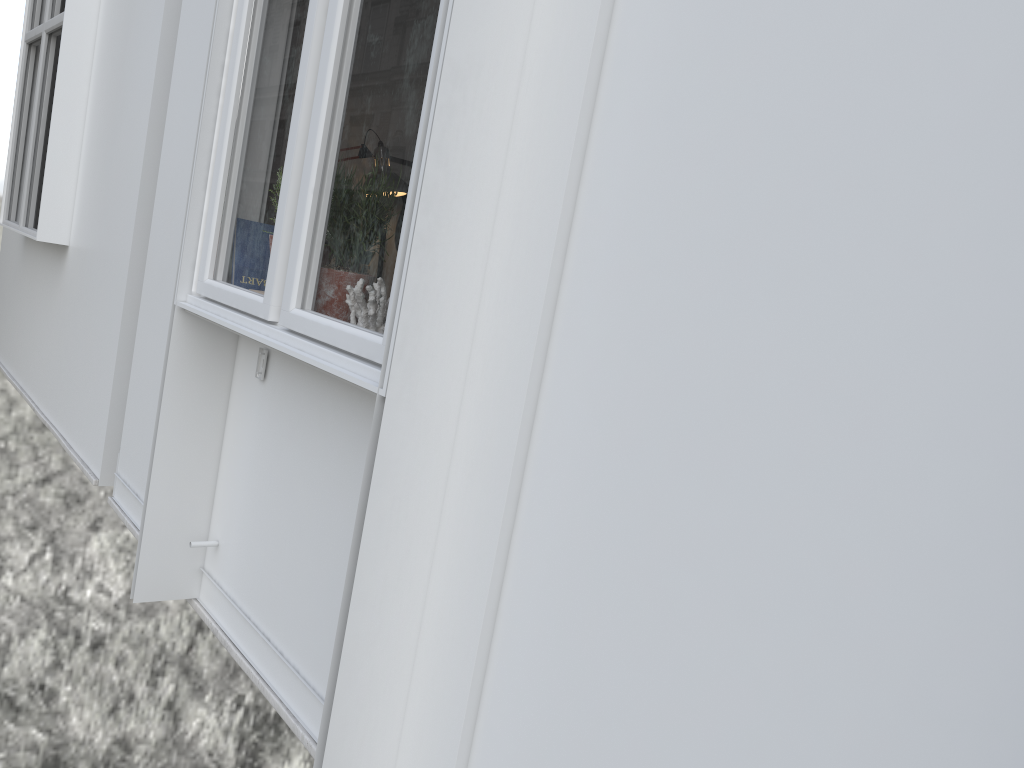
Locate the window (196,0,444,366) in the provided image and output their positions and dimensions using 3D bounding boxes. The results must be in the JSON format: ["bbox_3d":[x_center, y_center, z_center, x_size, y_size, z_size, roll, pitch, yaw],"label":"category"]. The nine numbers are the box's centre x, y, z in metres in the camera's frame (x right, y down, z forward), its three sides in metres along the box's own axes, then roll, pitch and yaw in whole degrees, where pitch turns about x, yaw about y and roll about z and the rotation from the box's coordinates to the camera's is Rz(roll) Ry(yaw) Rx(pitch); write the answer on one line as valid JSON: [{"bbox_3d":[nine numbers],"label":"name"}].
[{"bbox_3d":[-0.328,-0.854,1.784,0.079,1.536,1.048,5,8,-39],"label":"window"}]

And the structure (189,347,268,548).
[{"bbox_3d":[-0.429,0.268,1.990,0.215,0.600,0.936,5,8,-39],"label":"structure"}]
